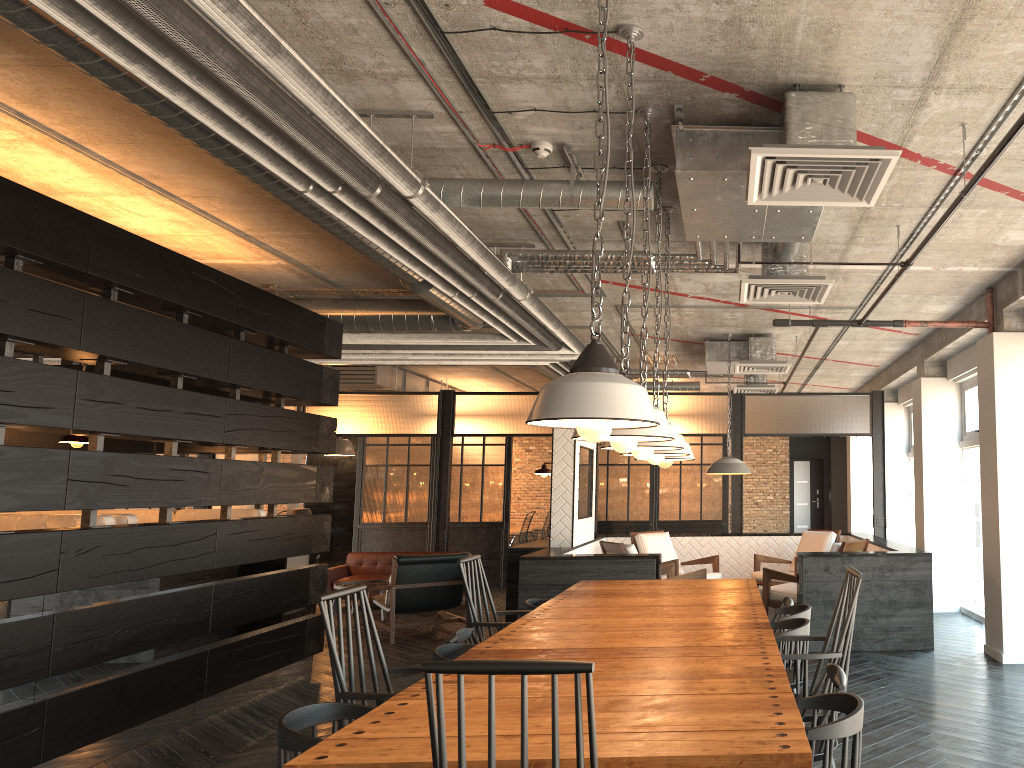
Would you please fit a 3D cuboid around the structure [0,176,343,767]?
[{"bbox_3d":[-5.217,0.517,3.795,6.126,2.738,5.540,-1,-7,5],"label":"structure"}]

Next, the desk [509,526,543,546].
[{"bbox_3d":[-0.023,2.961,14.968,0.789,0.719,1.681,-1,-7,11],"label":"desk"}]

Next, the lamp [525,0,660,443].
[{"bbox_3d":[0.254,-0.700,2.386,0.423,1.736,0.309,8,-9,-42],"label":"lamp"}]

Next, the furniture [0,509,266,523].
[{"bbox_3d":[-2.850,1.534,5.944,1.899,1.259,0.586,1,-7,-2],"label":"furniture"}]

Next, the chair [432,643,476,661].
[{"bbox_3d":[-0.105,1.457,3.424,0.447,0.736,0.378,1,-7,4],"label":"chair"}]

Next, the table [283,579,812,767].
[{"bbox_3d":[0.550,1.453,3.630,1.167,0.791,3.840,-1,-7,13],"label":"table"}]

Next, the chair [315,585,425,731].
[{"bbox_3d":[-0.392,1.245,2.931,0.490,1.032,0.463,1,-7,5],"label":"chair"}]

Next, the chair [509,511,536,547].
[{"bbox_3d":[-0.002,2.583,13.395,0.699,1.062,0.701,1,-7,6],"label":"chair"}]

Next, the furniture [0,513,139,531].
[{"bbox_3d":[-3.187,1.366,4.637,1.894,1.259,1.070,0,-7,1],"label":"furniture"}]

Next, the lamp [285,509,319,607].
[{"bbox_3d":[-2.446,2.135,10.284,0.970,1.177,0.469,6,-8,-35],"label":"lamp"}]

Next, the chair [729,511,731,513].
[{"bbox_3d":[3.254,2.591,13.584,0.699,1.062,0.701,1,-7,6],"label":"chair"}]

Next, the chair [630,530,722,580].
[{"bbox_3d":[1.850,2.150,9.507,0.835,0.906,0.798,8,-10,-44],"label":"chair"}]

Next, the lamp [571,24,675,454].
[{"bbox_3d":[0.424,-0.615,3.047,0.386,1.736,0.346,2,-7,-6],"label":"lamp"}]

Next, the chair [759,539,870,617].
[{"bbox_3d":[2.931,1.954,8.036,0.804,0.906,0.830,-5,-9,40],"label":"chair"}]

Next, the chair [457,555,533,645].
[{"bbox_3d":[-0.014,1.434,4.400,0.490,1.032,0.463,1,-7,5],"label":"chair"}]

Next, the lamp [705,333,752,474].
[{"bbox_3d":[2.384,0.212,9.141,0.485,1.543,0.534,0,-7,14],"label":"lamp"}]

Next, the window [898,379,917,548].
[{"bbox_3d":[5.580,1.357,11.176,0.239,2.872,2.552,0,-7,14],"label":"window"}]

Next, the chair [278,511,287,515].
[{"bbox_3d":[-4.348,2.782,14.757,0.699,1.062,0.701,1,-7,6],"label":"chair"}]

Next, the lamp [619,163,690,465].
[{"bbox_3d":[0.764,-0.446,4.367,0.329,1.736,0.403,-1,-7,25],"label":"lamp"}]

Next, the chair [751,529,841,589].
[{"bbox_3d":[3.333,2.165,9.680,1.087,0.906,0.613,6,-8,-35],"label":"chair"}]

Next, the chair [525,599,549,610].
[{"bbox_3d":[0.295,1.645,4.894,0.447,0.736,0.378,1,-7,4],"label":"chair"}]

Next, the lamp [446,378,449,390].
[{"bbox_3d":[-0.587,0.547,14.292,0.291,0.857,3.497,0,-7,14],"label":"lamp"}]

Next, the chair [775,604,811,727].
[{"bbox_3d":[1.425,1.598,4.571,0.447,0.736,0.378,1,-7,4],"label":"chair"}]

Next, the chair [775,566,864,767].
[{"bbox_3d":[1.243,1.318,3.553,0.490,1.032,0.463,1,-7,5],"label":"chair"}]

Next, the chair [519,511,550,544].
[{"bbox_3d":[0.420,2.793,15.034,0.699,1.062,0.701,1,-7,6],"label":"chair"}]

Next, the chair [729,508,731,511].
[{"bbox_3d":[3.676,2.802,15.223,0.699,1.062,0.701,1,-7,6],"label":"chair"}]

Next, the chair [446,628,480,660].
[{"bbox_3d":[-0.058,1.525,3.911,0.465,0.725,0.378,1,-7,4],"label":"chair"}]

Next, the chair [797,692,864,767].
[{"bbox_3d":[0.841,1.332,2.500,0.447,0.736,0.378,1,-7,4],"label":"chair"}]

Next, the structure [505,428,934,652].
[{"bbox_3d":[2.140,1.474,8.998,3.973,2.113,3.746,0,-7,5],"label":"structure"}]

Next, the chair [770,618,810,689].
[{"bbox_3d":[1.238,1.533,4.066,0.447,0.736,0.378,1,-7,4],"label":"chair"}]

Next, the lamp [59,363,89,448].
[{"bbox_3d":[-2.869,-0.096,5.581,0.201,1.049,0.187,2,-7,-2],"label":"lamp"}]

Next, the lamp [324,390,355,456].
[{"bbox_3d":[-2.714,0.391,13.308,0.511,1.501,0.379,6,-8,-32],"label":"lamp"}]

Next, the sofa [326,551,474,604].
[{"bbox_3d":[-1.357,2.387,10.163,1.635,0.636,0.669,0,-7,-1],"label":"sofa"}]

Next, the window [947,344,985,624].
[{"bbox_3d":[4.866,1.001,8.405,0.239,2.872,2.552,0,-7,14],"label":"window"}]

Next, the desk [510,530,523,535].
[{"bbox_3d":[-0.440,2.753,13.349,0.789,0.719,1.681,-1,-7,11],"label":"desk"}]

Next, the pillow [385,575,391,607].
[{"bbox_3d":[-0.854,1.979,8.071,0.780,0.334,0.218,5,-8,-32],"label":"pillow"}]

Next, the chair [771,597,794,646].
[{"bbox_3d":[1.467,1.660,5.010,0.465,0.725,0.378,1,-7,4],"label":"chair"}]

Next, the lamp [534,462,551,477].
[{"bbox_3d":[0.348,0.881,8.613,0.261,0.171,0.168,4,-8,-28],"label":"lamp"}]

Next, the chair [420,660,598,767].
[{"bbox_3d":[0.052,1.106,1.870,0.444,1.032,0.511,0,-7,12],"label":"chair"}]

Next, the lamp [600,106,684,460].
[{"bbox_3d":[0.594,-0.531,3.707,0.341,1.736,0.391,0,-7,17],"label":"lamp"}]

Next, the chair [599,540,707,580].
[{"bbox_3d":[1.364,1.954,7.979,1.069,0.906,0.626,4,-7,-26],"label":"chair"}]

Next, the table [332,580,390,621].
[{"bbox_3d":[-1.584,2.398,9.225,0.729,0.371,0.699,0,-7,0],"label":"table"}]

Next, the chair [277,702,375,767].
[{"bbox_3d":[-0.451,1.329,2.425,0.447,0.736,0.378,1,-7,4],"label":"chair"}]

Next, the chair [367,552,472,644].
[{"bbox_3d":[-0.925,2.054,8.225,0.861,0.794,0.878,5,-8,-29],"label":"chair"}]

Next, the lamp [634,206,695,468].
[{"bbox_3d":[0.934,-0.361,5.027,0.329,1.736,0.403,-1,-7,25],"label":"lamp"}]

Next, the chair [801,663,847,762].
[{"bbox_3d":[0.983,1.404,3.016,0.465,0.725,0.378,1,-7,4],"label":"chair"}]
